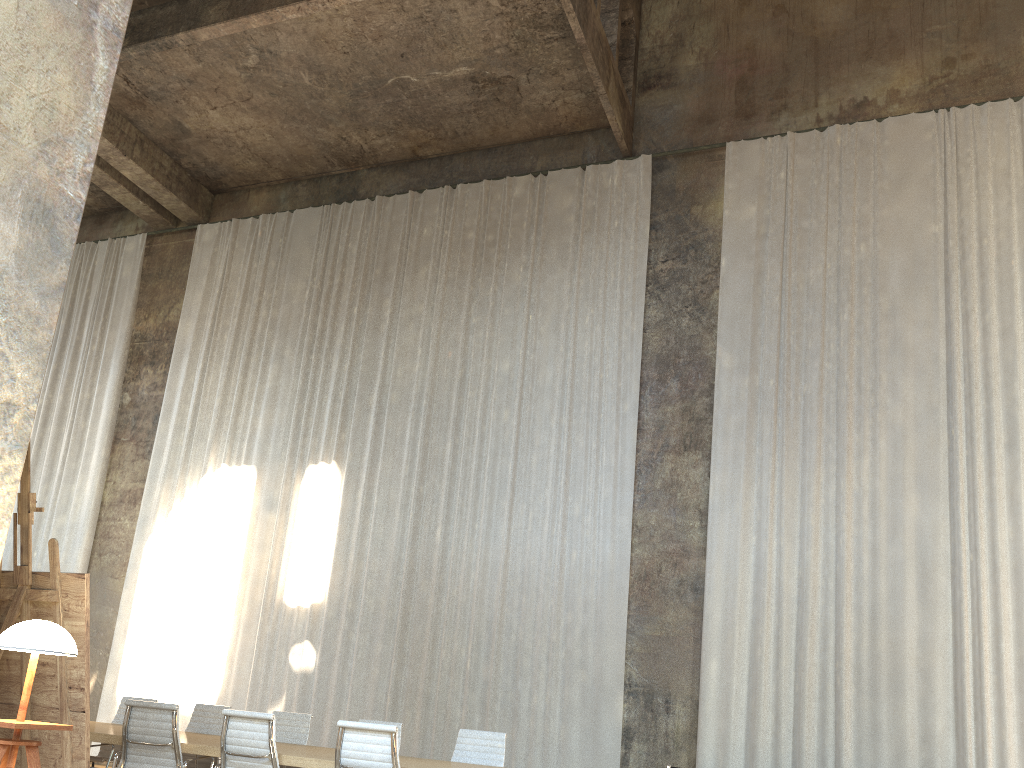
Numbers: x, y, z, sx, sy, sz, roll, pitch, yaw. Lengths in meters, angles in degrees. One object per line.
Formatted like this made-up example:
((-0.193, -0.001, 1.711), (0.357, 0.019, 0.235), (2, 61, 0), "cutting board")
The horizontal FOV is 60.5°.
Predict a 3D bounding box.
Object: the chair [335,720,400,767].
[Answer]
((-0.867, 2.704, 5.629), (0.667, 0.990, 0.722), (-3, -19, 27), "chair")

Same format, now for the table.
((-3.485, 3.268, 7.360), (7.710, 0.733, 1.661), (-3, -22, 22), "table")

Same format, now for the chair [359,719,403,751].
((-1.247, 3.277, 7.198), (0.667, 0.990, 0.723), (-3, -19, 25), "chair")

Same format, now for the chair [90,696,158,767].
((-3.755, 3.431, 8.193), (0.667, 0.990, 0.722), (-3, -19, 27), "chair")

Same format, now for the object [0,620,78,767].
((-1.630, 1.341, 2.638), (0.659, 1.252, 0.590), (-1, -17, 22), "object")

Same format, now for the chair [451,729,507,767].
((-1.441, 2.150, 4.322), (31.488, 0.997, 13.441), (-3, -23, 21), "chair")

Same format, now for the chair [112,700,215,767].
((-2.482, 2.786, 6.225), (0.666, 0.989, 0.724), (-1, -18, 21), "chair")

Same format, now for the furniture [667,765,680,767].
((2.285, 4.114, 8.271), (1.871, 0.814, 0.734), (-3, -19, 22), "furniture")

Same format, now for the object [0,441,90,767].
((-2.084, 1.276, 3.662), (0.702, 2.072, 0.708), (-1, -16, 21), "object")

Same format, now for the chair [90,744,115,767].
((-3.347, 2.841, 6.575), (0.667, 0.990, 0.722), (-3, -19, 27), "chair")

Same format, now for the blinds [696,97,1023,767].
((5.942, 0.641, 9.031), (7.835, 8.351, 0.284), (-2, -16, 23), "blinds")

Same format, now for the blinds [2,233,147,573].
((-10.156, 1.634, 15.431), (7.830, 8.351, 0.284), (-2, -16, 21), "blinds")

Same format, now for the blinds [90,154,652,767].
((-2.094, 1.137, 12.226), (7.835, 8.351, 0.284), (-2, -16, 23), "blinds")

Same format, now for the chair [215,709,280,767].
((-1.683, 2.740, 5.916), (0.668, 0.990, 0.721), (-4, -19, 30), "chair")

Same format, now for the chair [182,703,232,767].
((-2.937, 3.380, 7.866), (0.668, 0.990, 0.721), (-4, -19, 30), "chair")

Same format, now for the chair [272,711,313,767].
((-2.101, 3.329, 7.536), (0.667, 0.990, 0.722), (-3, -19, 27), "chair")
